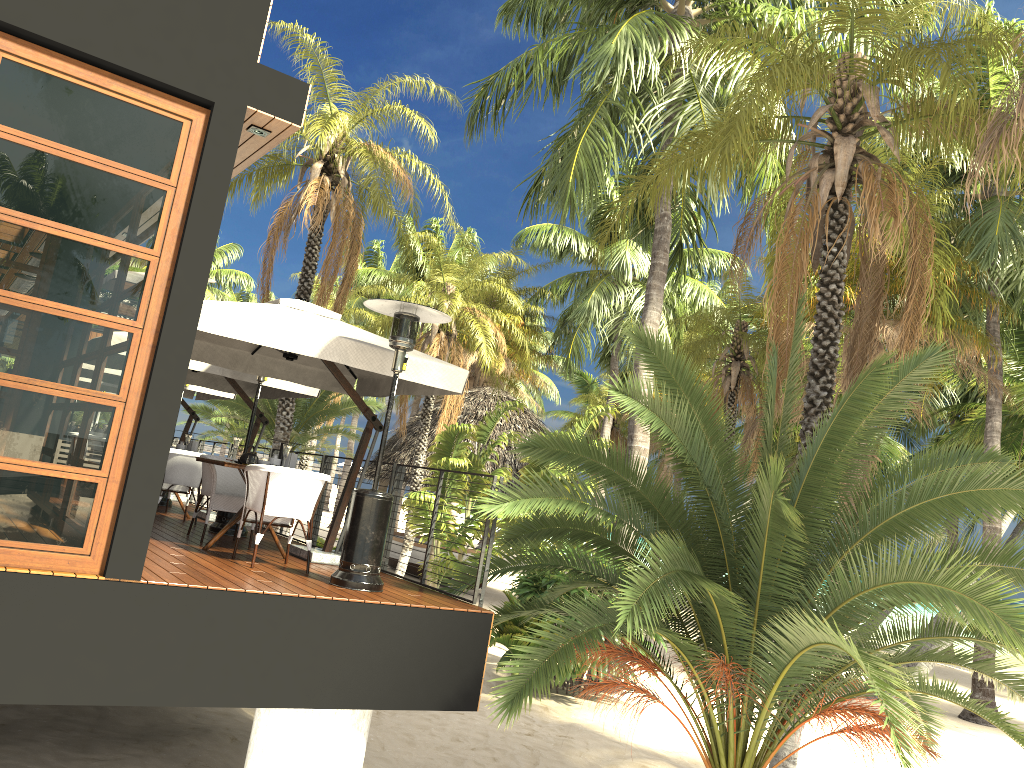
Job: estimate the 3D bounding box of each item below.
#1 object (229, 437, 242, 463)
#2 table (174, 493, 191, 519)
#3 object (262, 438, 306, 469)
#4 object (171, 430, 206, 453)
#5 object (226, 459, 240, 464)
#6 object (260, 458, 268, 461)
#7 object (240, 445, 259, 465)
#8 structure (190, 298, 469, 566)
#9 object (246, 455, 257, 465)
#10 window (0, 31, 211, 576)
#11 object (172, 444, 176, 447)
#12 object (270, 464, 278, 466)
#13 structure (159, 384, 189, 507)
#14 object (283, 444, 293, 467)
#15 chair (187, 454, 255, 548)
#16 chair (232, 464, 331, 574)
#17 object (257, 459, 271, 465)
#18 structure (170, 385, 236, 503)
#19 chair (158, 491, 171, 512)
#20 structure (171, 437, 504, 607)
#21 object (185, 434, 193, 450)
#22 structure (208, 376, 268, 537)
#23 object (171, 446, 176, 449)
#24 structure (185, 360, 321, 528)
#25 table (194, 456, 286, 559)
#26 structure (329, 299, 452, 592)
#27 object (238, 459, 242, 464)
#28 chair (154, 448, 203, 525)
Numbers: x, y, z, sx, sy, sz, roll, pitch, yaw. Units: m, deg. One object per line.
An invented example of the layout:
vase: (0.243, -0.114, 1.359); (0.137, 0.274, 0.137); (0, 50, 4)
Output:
object: (-2.481, 0.590, 7.946); (0.082, 0.227, 0.082); (15, -10, -32)
table: (-4.162, 1.174, 10.596); (0.929, 0.751, 0.931); (15, -10, -33)
object: (-2.051, 0.650, 7.964); (0.263, 0.265, 0.262); (8, -8, 12)
object: (-3.944, 0.720, 10.799); (0.263, 0.265, 0.262); (8, -8, 12)
object: (-2.464, 0.719, 8.087); (0.294, 0.025, 0.170); (15, -9, -33)
object: (-2.255, 0.719, 8.063); (0.086, 0.086, 0.086); (14, -9, -28)
object: (-2.301, 0.627, 7.798); (0.167, 0.179, 0.163); (15, -10, -34)
structure: (-2.125, 0.353, 7.999); (2.408, 2.339, 2.412); (15, -10, -32)
object: (-2.225, 0.658, 7.583); (0.086, 0.086, 0.086); (14, -9, -28)
window: (-15.298, -8.307, 19.505); (38.439, 18.013, 14.440); (4, -10, 34)
object: (-4.149, 0.789, 10.897); (0.086, 0.086, 0.086); (14, -9, -28)
object: (-2.067, 0.725, 7.707); (0.080, 0.042, 0.080); (17, -11, -41)
structure: (-4.706, 0.582, 12.354); (0.699, 2.198, 0.697); (1, -12, 44)
object: (-1.974, 0.644, 7.719); (0.082, 0.227, 0.082); (15, -10, -32)
chair: (-2.716, 1.102, 8.431); (0.626, 0.790, 0.616); (15, -10, -31)
chair: (-1.847, 1.063, 7.087); (0.626, 0.790, 0.616); (15, -10, -31)
object: (-2.146, 0.692, 7.655); (0.116, 0.065, 0.116); (14, -9, -29)
structure: (-5.875, 0.492, 13.611); (2.408, 2.339, 2.412); (15, -10, -32)
chair: (-4.579, 1.171, 11.219); (0.626, 0.790, 0.616); (15, -10, -31)
structure: (-7.512, 1.546, 17.708); (0.163, 1.156, 26.254); (15, -10, -33)
object: (-3.868, 0.715, 10.554); (0.082, 0.227, 0.082); (15, -10, -32)
structure: (-2.819, 0.512, 9.529); (0.699, 2.198, 0.697); (1, -12, 44)
object: (-4.040, 0.763, 10.489); (0.116, 0.065, 0.116); (14, -9, -29)
structure: (-4.000, 0.422, 10.805); (2.408, 2.339, 2.412); (15, -10, -32)
table: (-2.282, 1.104, 7.782); (0.929, 0.751, 0.931); (15, -10, -33)
structure: (-0.984, 0.443, 6.782); (0.699, 2.198, 0.697); (1, -12, 44)
object: (-2.416, 0.697, 7.930); (0.080, 0.042, 0.080); (6, -9, 26)
chair: (-3.737, 1.134, 9.915); (0.626, 0.790, 0.616); (15, -10, -31)
